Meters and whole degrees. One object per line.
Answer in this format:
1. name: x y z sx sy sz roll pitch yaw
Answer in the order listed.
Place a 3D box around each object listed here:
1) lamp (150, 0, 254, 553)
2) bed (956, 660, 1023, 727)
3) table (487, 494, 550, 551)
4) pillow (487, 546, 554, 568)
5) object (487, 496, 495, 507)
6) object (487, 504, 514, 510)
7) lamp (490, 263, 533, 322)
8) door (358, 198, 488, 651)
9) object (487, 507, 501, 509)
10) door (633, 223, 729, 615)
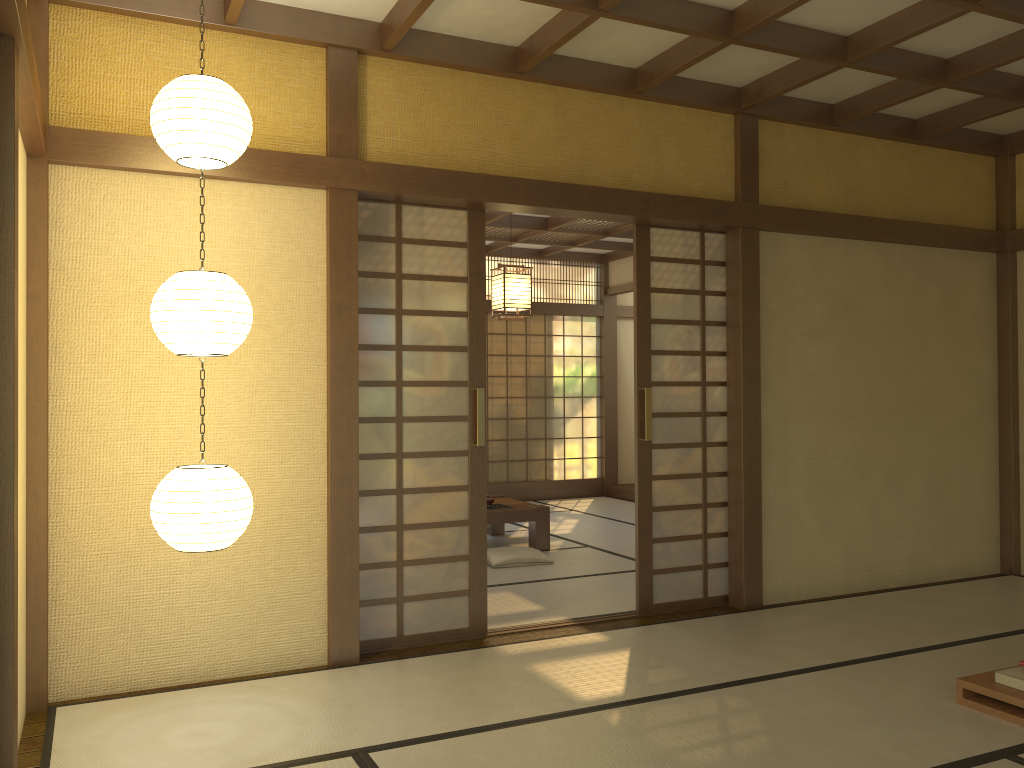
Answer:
1. lamp: -1.152 -0.539 3.300 0.363 2.297 0.363 0 -1 -25
2. bed: 3.380 1.171 2.991 2.400 0.188 2.400 0 -1 -25
3. table: -0.359 1.168 7.379 1.000 0.350 1.000 0 -1 -25
4. pillow: -0.003 1.296 6.681 0.486 0.107 0.496 0 -1 -22
5. object: -0.189 0.950 7.185 0.100 0.080 0.100 0 -1 -25
6. object: -0.220 0.996 7.157 0.400 0.007 0.300 0 -1 -25
7. lamp: -0.006 -1.015 6.354 0.240 1.129 0.240 0 -1 -25
8. door: -0.686 0.179 4.377 1.230 2.265 0.076 0 -1 -25
9. object: -0.179 0.987 7.047 0.200 0.008 0.008 0 -1 -27
10. door: 1.271 0.180 5.302 1.230 2.265 0.076 0 -1 -25
